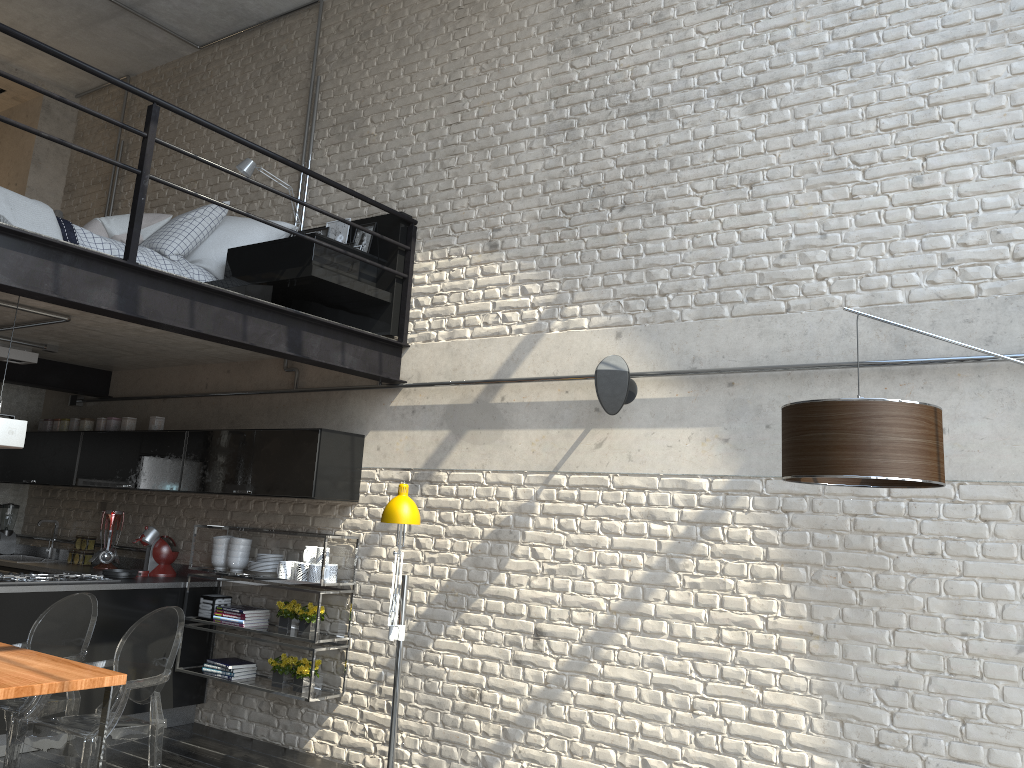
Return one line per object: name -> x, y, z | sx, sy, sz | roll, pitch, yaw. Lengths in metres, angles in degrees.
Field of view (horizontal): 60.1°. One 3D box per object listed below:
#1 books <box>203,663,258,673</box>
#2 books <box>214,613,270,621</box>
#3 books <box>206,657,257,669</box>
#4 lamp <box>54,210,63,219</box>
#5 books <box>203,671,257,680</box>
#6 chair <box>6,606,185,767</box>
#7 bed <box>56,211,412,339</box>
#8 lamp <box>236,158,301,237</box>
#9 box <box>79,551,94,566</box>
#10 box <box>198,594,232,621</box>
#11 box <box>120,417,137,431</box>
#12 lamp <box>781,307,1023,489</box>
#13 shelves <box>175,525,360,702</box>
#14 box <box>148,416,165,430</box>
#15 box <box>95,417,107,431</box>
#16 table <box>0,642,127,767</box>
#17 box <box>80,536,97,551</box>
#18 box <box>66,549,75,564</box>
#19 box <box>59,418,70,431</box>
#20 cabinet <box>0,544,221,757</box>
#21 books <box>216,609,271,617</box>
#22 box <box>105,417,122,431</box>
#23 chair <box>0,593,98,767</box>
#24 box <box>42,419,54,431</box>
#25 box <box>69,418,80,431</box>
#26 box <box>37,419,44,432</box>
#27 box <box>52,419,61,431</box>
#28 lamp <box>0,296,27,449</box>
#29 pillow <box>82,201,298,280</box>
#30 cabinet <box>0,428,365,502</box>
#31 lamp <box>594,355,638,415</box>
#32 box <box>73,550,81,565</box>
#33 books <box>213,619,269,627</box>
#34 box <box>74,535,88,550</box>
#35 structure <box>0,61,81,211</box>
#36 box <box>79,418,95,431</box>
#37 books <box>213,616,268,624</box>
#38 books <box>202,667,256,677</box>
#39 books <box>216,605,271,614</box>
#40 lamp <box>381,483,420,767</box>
books -> -1.795, 1.805, 5.649 | 0.278, 0.024, 0.199 | -2, -10, 32
books -> -1.740, 1.495, 5.709 | 0.292, 0.021, 0.209 | -2, -10, 32
books -> -1.792, 1.784, 5.657 | 0.277, 0.024, 0.199 | -5, -12, 43
lamp -> -3.847, -1.089, 7.470 | 0.170, 0.697, 0.476 | 8, -12, -21
books -> -1.798, 1.847, 5.639 | 0.278, 0.024, 0.199 | -2, -11, 34
chair -> -1.831, 1.516, 4.024 | 0.539, 0.952, 0.583 | -3, -13, 29
bed -> -3.285, -0.820, 5.904 | 4.470, 0.852, 2.668 | -3, -11, 34
lamp -> -1.653, -1.185, 5.987 | 0.481, 0.697, 0.168 | 3, -12, 1
box -> -3.255, 1.333, 6.769 | 0.080, 0.112, 0.080 | -7, -15, 44
box -> -1.963, 1.477, 5.849 | 0.150, 0.152, 0.149 | -4, -13, 34
box -> -2.886, 0.308, 6.661 | 0.081, 0.112, 0.080 | -4, -13, 34
lamp -> 1.849, 0.855, 2.901 | 1.844, 2.358, 0.549 | -1, -13, 21
shelves -> -1.565, 1.403, 5.614 | 1.247, 0.939, 0.285 | -3, -14, 34
box -> -2.599, 0.296, 6.471 | 0.081, 0.112, 0.080 | -4, -13, 34
box -> -3.160, 0.319, 6.842 | 0.081, 0.112, 0.080 | -4, -13, 34
table -> -2.985, 1.545, 3.979 | 2.667, 0.742, 0.918 | -3, -12, 34
box -> -3.264, 1.228, 6.819 | 0.081, 0.112, 0.080 | -3, -13, 29
box -> -3.391, 1.339, 6.861 | 0.080, 0.112, 0.080 | -6, -14, 39
box -> -3.586, 0.337, 7.128 | 0.081, 0.112, 0.080 | -4, -13, 34
cabinet -> -3.848, 1.638, 5.818 | 2.740, 1.017, 2.407 | -3, -11, 34
books -> -1.735, 1.476, 5.718 | 0.292, 0.021, 0.209 | -3, -11, 35
box -> -3.047, 0.314, 6.767 | 0.081, 0.112, 0.080 | -4, -13, 34
chair -> -2.400, 1.536, 4.374 | 0.540, 0.952, 0.582 | -1, -12, 19
box -> -3.790, 0.345, 7.258 | 0.081, 0.112, 0.080 | -4, -13, 34
box -> -3.472, 0.333, 7.053 | 0.081, 0.112, 0.080 | -4, -13, 34
box -> -3.861, 0.350, 7.319 | 0.081, 0.112, 0.080 | -4, -13, 34
box -> -3.666, 0.340, 7.179 | 0.081, 0.112, 0.080 | -4, -13, 34
lamp -> -2.518, -0.155, 4.087 | 1.086, 0.902, 0.123 | -3, -14, 34
pillow -> -2.732, -0.974, 6.351 | 2.133, 0.742, 1.132 | -2, -11, 32
cabinet -> -2.671, 0.574, 6.535 | 3.886, 0.427, 0.395 | -3, -12, 34
lamp -> 0.536, 0.008, 4.533 | 0.178, 0.310, 0.353 | 0, -11, 16
box -> -3.319, 1.337, 6.816 | 0.081, 0.112, 0.080 | -3, -13, 29
books -> -1.742, 1.534, 5.701 | 0.292, 0.021, 0.209 | -2, -11, 34
box -> -3.335, 1.231, 6.866 | 0.081, 0.112, 0.080 | 2, -11, 10
structure -> -6.221, -1.553, 8.231 | 2.784, 2.989, 2.567 | -4, -13, 34
box -> -3.350, 0.327, 6.970 | 0.081, 0.112, 0.080 | -4, -13, 34
books -> -1.745, 1.513, 5.699 | 0.292, 0.021, 0.209 | -3, -11, 34
books -> -1.800, 1.825, 5.640 | 0.278, 0.024, 0.199 | -1, -10, 29
books -> -1.737, 1.456, 5.718 | 0.292, 0.021, 0.209 | -3, -11, 37
lamp -> -0.186, 1.300, 4.205 | 0.625, 1.639, 1.564 | 14, -15, -41
